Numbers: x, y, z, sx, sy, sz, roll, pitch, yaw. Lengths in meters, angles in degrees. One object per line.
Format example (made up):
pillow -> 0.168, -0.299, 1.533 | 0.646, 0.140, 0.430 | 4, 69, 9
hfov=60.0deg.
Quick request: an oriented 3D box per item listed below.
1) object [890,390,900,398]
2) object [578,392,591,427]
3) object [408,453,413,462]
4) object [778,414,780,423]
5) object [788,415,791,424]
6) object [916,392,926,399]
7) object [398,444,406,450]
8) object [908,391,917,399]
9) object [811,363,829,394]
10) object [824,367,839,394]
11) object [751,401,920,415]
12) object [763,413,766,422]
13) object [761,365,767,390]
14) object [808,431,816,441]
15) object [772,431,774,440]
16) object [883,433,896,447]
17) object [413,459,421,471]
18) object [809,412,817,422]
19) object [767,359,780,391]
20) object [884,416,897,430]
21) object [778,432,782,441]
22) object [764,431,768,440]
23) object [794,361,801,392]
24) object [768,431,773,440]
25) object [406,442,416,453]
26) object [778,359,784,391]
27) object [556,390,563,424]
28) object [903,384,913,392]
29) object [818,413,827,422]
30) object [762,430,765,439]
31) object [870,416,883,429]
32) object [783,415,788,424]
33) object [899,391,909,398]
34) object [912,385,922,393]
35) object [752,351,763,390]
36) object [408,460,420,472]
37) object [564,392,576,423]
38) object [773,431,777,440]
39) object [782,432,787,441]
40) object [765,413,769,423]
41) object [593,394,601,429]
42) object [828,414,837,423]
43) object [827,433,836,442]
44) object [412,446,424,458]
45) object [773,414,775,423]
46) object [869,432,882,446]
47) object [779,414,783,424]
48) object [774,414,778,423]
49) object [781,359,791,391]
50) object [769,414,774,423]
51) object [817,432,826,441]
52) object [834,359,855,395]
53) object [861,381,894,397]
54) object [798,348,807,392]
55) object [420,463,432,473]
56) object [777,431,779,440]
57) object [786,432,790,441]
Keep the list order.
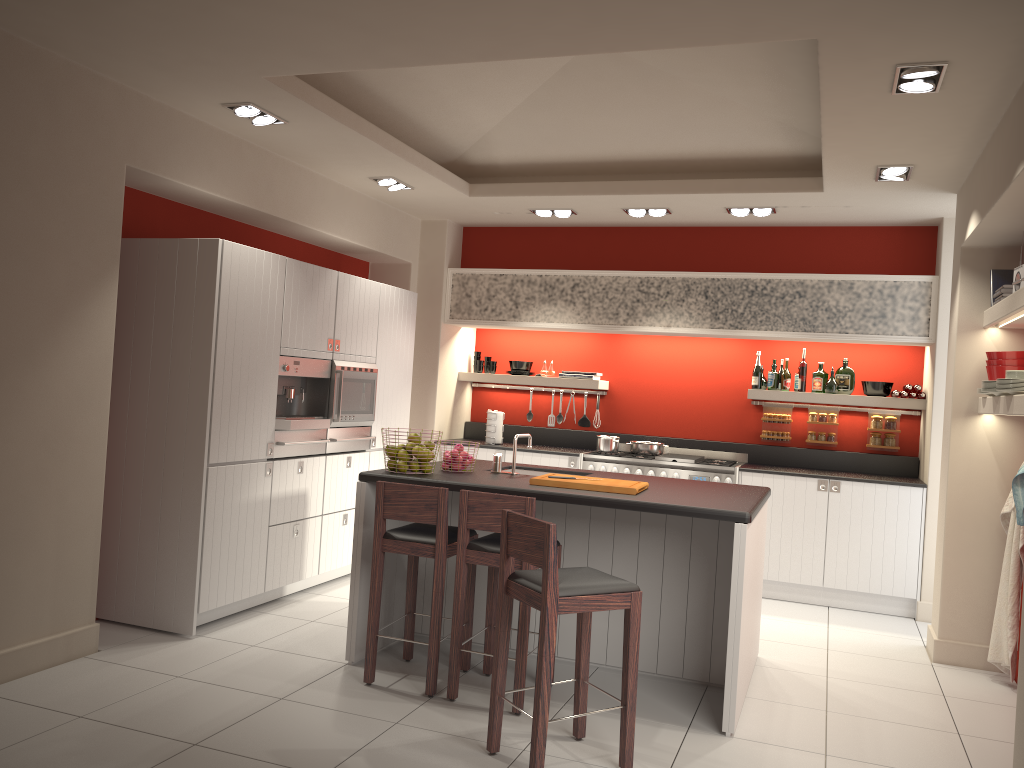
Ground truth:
object -> 3.114, 0.081, 7.198 | 0.062, 0.062, 0.366 | 4, 0, 20
object -> 0.689, 0.240, 8.312 | 0.123, 0.331, 0.040 | 3, -1, 20
object -> -0.586, 0.414, 4.972 | 0.064, 0.060, 0.064 | 4, 0, 15
object -> 2.311, 0.300, 7.666 | 0.034, 0.078, 0.034 | 3, -1, 41
object -> 2.384, 0.305, 7.639 | 0.034, 0.078, 0.034 | 3, -1, 41
object -> 3.291, 0.092, 7.136 | 0.061, 0.061, 0.366 | 4, 0, 20
object -> -0.612, 0.363, 4.924 | 0.057, 0.061, 0.062 | 3, 0, 34
object -> 3.239, 0.089, 7.175 | 0.061, 0.061, 0.366 | 4, 0, 20
object -> 2.595, -0.050, 7.469 | 0.071, 0.260, 0.112 | 4, -1, -41
object -> 2.641, -0.032, 7.318 | 0.113, 0.226, 0.113 | 3, -1, 31
object -> 2.745, 0.205, 7.577 | 1.355, 0.034, 0.048 | 4, 0, 20
object -> 2.199, 0.293, 7.706 | 0.034, 0.078, 0.034 | 3, -1, 41
object -> 2.172, -0.061, 7.717 | 0.113, 0.226, 0.113 | 4, -1, -29
object -> 2.556, 0.446, 7.556 | 0.068, 0.088, 0.068 | 3, -1, 41
object -> 2.263, 0.446, 7.678 | 0.034, 0.078, 0.034 | 3, -1, 41
object -> 3.129, 0.465, 7.345 | 0.093, 0.120, 0.094 | 3, -1, 41
object -> -0.514, 0.445, 4.941 | 0.084, 0.079, 0.086 | 4, 0, -25
object -> 2.566, 0.286, 7.558 | 0.068, 0.088, 0.068 | 3, -1, 41
object -> 2.209, -0.077, 7.485 | 0.094, 0.264, 0.094 | 4, 0, 9
object -> 3.137, 0.329, 7.346 | 0.093, 0.120, 0.094 | 3, -1, 41
object -> 2.303, 0.448, 7.623 | 0.034, 0.078, 0.034 | 3, -1, 41
object -> 2.193, 0.441, 7.663 | 0.034, 0.078, 0.034 | 3, -1, 41
object -> 2.462, -0.060, 7.565 | 0.094, 0.263, 0.094 | 4, 0, -14
object -> 2.230, 0.443, 7.649 | 0.034, 0.078, 0.034 | 3, -1, 41
object -> -0.555, 0.349, 4.867 | 0.057, 0.061, 0.062 | 3, 0, 34
object -> 2.324, -0.076, 7.650 | 0.083, 0.277, 0.083 | 3, -1, 24
object -> 0.459, 0.221, 8.375 | 0.067, 0.323, 0.022 | 3, -1, 19
object -> 3.213, 0.033, 7.188 | 0.062, 0.062, 0.366 | 4, 0, 20
object -> 2.640, 0.290, 7.531 | 0.068, 0.088, 0.068 | 3, -1, 41
object -> 2.190, 0.441, 7.705 | 0.034, 0.078, 0.034 | 3, -1, 41
object -> 3.037, 0.323, 7.383 | 0.093, 0.120, 0.094 | 3, -1, 41
object -> 2.349, 0.302, 7.611 | 0.034, 0.078, 0.034 | 3, -1, 41
object -> 3.172, 0.085, 7.177 | 0.062, 0.062, 0.366 | 4, 0, 20
object -> 3.264, 0.037, 7.145 | 0.062, 0.062, 0.366 | 4, 0, 20
object -> 2.093, -0.118, 7.551 | 0.083, 0.331, 0.083 | 4, -1, -9
object -> -0.535, 0.451, 4.865 | 0.068, 0.068, 0.068 | 3, 0, 31
object -> 0.552, 0.223, 8.343 | 0.124, 0.297, 0.009 | 3, -1, 20
object -> 2.266, 0.446, 7.636 | 0.034, 0.078, 0.034 | 3, -1, 41
object -> 2.340, 0.450, 7.610 | 0.034, 0.078, 0.034 | 3, -1, 41
object -> 2.203, 0.293, 7.664 | 0.034, 0.078, 0.034 | 3, -1, 41
object -> 0.796, 0.252, 8.254 | 0.069, 0.328, 0.069 | 4, -1, -3
object -> 2.713, 0.295, 7.504 | 0.068, 0.088, 0.068 | 3, -1, 41
object -> 2.703, 0.455, 7.503 | 0.068, 0.088, 0.068 | 3, -1, 41
object -> -0.512, 0.369, 4.825 | 0.067, 0.068, 0.067 | 4, 0, -18
object -> 2.273, 0.298, 7.680 | 0.034, 0.078, 0.034 | 3, -1, 41
object -> 3.028, 0.459, 7.381 | 0.093, 0.120, 0.094 | 3, -1, 41
object -> 2.313, 0.300, 7.624 | 0.034, 0.078, 0.034 | 3, -1, 41
object -> 2.276, 0.298, 7.637 | 0.034, 0.078, 0.034 | 3, -1, 41
object -> 2.336, -0.077, 7.553 | 0.080, 0.278, 0.080 | 3, -1, 23
object -> 2.239, 0.296, 7.651 | 0.034, 0.078, 0.034 | 3, -1, 41
object -> 2.629, 0.450, 7.530 | 0.068, 0.088, 0.068 | 3, -1, 41
object -> 2.781, -0.060, 7.413 | 0.057, 0.303, 0.186 | 4, -1, -41
object -> 3.018, 0.044, 7.334 | 0.251, 0.121, 0.251 | 4, 0, 2
object -> 2.453, -0.113, 7.470 | 0.062, 0.366, 0.210 | 3, 0, 19
object -> -0.473, 0.455, 4.866 | 0.068, 0.068, 0.068 | 3, 0, 31
object -> 2.301, 0.448, 7.665 | 0.034, 0.078, 0.034 | 3, -1, 41
object -> 2.375, 0.453, 7.638 | 0.034, 0.078, 0.034 | 3, -1, 41
